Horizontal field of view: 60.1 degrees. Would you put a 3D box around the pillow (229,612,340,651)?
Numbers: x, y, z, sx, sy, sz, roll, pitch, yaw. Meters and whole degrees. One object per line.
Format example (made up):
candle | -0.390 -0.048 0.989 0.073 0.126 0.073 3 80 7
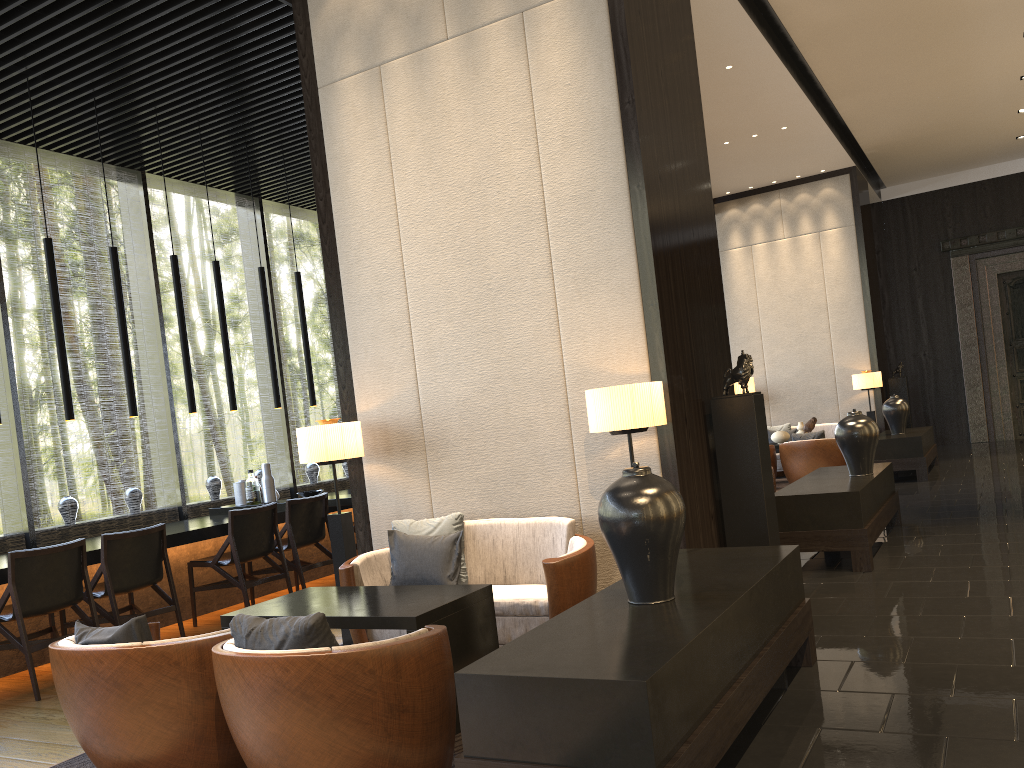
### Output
pillow | -0.703 0.897 2.829 0.400 0.362 0.221 -7 0 30

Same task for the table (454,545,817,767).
table | 0.579 1.018 3.206 0.622 0.513 1.955 -7 -2 29

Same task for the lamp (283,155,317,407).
lamp | -2.002 -0.992 8.283 0.060 2.422 0.060 -6 1 24

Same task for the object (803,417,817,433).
object | 3.846 0.589 11.464 0.228 0.309 0.174 -7 0 -15

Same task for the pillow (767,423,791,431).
pillow | 3.783 0.777 12.614 0.433 0.400 0.201 -7 0 7

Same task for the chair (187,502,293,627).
chair | -2.001 1.323 6.536 0.565 0.827 0.524 -7 0 29

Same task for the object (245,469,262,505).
object | -2.286 0.906 7.795 0.129 0.305 0.129 -7 0 15

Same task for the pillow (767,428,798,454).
pillow | 3.798 0.788 12.430 0.473 0.361 0.218 -7 0 26

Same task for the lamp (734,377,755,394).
lamp | 1.486 0.619 5.882 0.374 1.349 0.375 -7 1 -10

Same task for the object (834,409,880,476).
object | 2.561 0.428 6.556 0.310 0.493 0.312 -7 0 -42

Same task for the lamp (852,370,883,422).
lamp | 4.920 0.492 12.115 0.374 1.352 0.375 -7 1 -14

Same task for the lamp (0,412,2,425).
lamp | -3.447 -0.939 5.662 0.060 2.422 0.060 -6 1 24

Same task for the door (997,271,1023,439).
door | 8.521 -0.513 13.959 1.291 2.698 0.051 -7 1 29

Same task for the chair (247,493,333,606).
chair | -1.724 1.312 7.038 0.565 0.827 0.524 -7 0 29

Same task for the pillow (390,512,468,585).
pillow | -0.466 0.933 4.904 0.433 0.400 0.201 -7 0 7

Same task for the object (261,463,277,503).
object | -2.138 0.867 7.760 0.113 0.344 0.112 -6 1 24

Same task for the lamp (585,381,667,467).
lamp | 0.617 0.665 4.302 0.374 1.320 0.375 -7 1 -17

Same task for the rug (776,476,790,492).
rug | 3.629 1.300 11.662 2.047 0.008 2.235 -8 -3 29

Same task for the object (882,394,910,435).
object | 4.712 0.367 10.852 0.312 0.493 0.311 -7 0 18

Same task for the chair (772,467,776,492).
chair | 1.923 1.025 7.725 0.806 0.604 0.604 -7 -1 29

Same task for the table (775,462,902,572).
table | 2.441 0.950 6.585 0.622 0.513 1.955 -7 -2 29

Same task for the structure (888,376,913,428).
structure | 5.617 0.505 12.743 0.241 1.219 0.239 -6 1 29

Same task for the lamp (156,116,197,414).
lamp | -2.685 -0.967 7.043 0.060 2.422 0.060 -6 1 24

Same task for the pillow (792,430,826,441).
pillow | 3.545 0.742 10.538 0.400 0.362 0.221 -7 0 30

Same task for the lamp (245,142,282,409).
lamp | -2.226 -0.984 7.877 0.060 2.422 0.060 -6 1 24

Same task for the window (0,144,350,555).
window | -0.906 -0.778 0.799 12.090 4.228 31.797 -8 -3 29

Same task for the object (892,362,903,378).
object | 5.540 -0.205 12.715 0.162 0.218 0.102 -7 0 17

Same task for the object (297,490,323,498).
object | -1.719 0.952 7.558 0.228 0.067 0.227 -8 -3 31

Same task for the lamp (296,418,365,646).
lamp | -1.003 0.880 5.208 0.375 1.352 0.374 -6 1 19

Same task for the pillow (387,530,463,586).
pillow | -0.450 0.943 4.720 0.473 0.361 0.218 -7 0 26

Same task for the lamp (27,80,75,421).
lamp | -3.199 -0.948 6.111 0.060 2.422 0.060 -6 1 24

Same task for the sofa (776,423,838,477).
sofa | 4.049 0.937 12.368 1.453 0.694 0.601 -8 -1 29

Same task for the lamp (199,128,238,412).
lamp | -2.477 -0.974 7.420 0.060 2.422 0.060 -6 1 24

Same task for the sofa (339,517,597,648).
sofa | -0.200 1.092 4.658 1.453 0.694 0.601 -8 -1 29

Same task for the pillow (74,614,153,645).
pillow | -1.449 1.007 3.244 0.443 0.338 0.204 -8 -1 36

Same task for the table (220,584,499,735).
table | -0.647 1.194 3.846 1.045 0.517 0.574 -8 -1 29

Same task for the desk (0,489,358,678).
desk | -4.173 1.467 3.354 1.785 0.760 28.654 -8 -3 29

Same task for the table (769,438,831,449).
table | 3.676 1.036 11.692 1.045 0.517 0.574 -8 -1 29

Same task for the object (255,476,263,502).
object | -2.297 0.949 7.990 0.067 0.238 0.067 -6 1 22

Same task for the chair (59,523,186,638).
chair | -2.489 1.340 5.650 0.565 0.827 0.524 -7 0 29

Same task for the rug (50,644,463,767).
rug | -0.640 1.456 3.913 2.047 0.008 2.235 -8 -3 29

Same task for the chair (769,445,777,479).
chair | 2.885 1.061 11.060 0.806 0.604 0.604 -7 -1 29

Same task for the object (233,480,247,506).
object | -2.401 0.968 7.922 0.169 0.219 0.168 -7 0 24

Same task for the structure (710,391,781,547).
structure | 1.326 0.662 4.956 0.241 1.219 0.239 -6 1 29

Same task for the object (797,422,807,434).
object | 3.810 0.627 11.646 0.173 0.257 0.175 -7 0 -41

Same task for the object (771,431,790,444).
object | 3.573 0.708 11.783 0.245 0.168 0.246 -6 -2 -13

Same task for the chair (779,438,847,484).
chair | 3.628 0.955 10.644 0.806 0.604 0.604 -7 -1 29

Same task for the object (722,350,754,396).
object | 1.256 -0.062 4.933 0.177 0.246 0.115 -7 0 29

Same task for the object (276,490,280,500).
object | -2.158 0.940 7.918 0.136 0.217 0.135 -7 0 16

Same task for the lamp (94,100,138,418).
lamp | -2.951 -0.957 6.562 0.060 2.422 0.060 -6 1 24

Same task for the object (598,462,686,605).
object | 0.468 0.522 3.151 0.312 0.493 0.311 -7 0 10

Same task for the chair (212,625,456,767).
chair | -0.620 1.110 2.934 0.806 0.604 0.604 -7 -1 29

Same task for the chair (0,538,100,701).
chair | -2.766 1.351 5.148 0.565 0.827 0.524 -7 0 29

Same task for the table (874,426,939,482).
table | 4.870 0.861 10.993 0.622 0.513 1.955 -7 -2 29

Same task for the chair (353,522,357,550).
chair | -1.236 1.295 7.923 0.565 0.827 0.524 -7 0 29

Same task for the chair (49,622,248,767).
chair | -1.364 1.216 3.350 0.806 0.604 0.604 -7 -1 29
